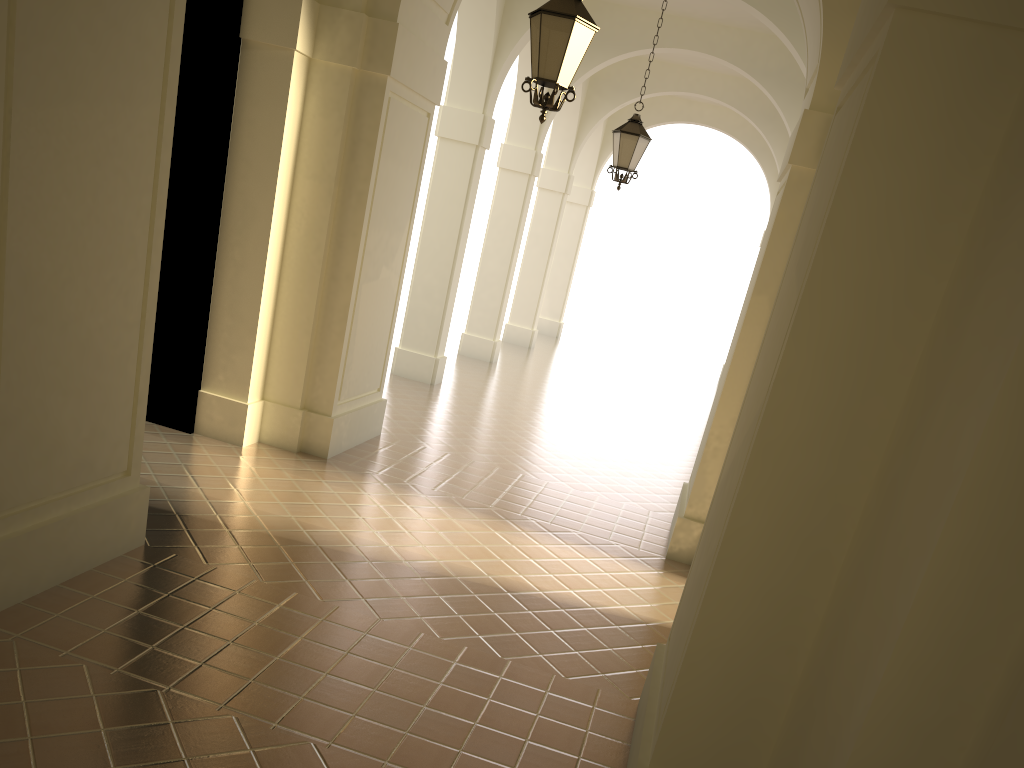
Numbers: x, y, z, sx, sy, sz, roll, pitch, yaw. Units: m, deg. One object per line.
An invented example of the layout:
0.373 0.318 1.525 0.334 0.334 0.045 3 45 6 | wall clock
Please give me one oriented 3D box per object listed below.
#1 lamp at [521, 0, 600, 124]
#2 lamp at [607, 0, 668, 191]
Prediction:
0.574 -3.430 5.625 0.445 3.459 0.485 7 18 -19 | lamp
1.687 -4.006 10.368 0.507 3.459 0.426 16 17 9 | lamp
